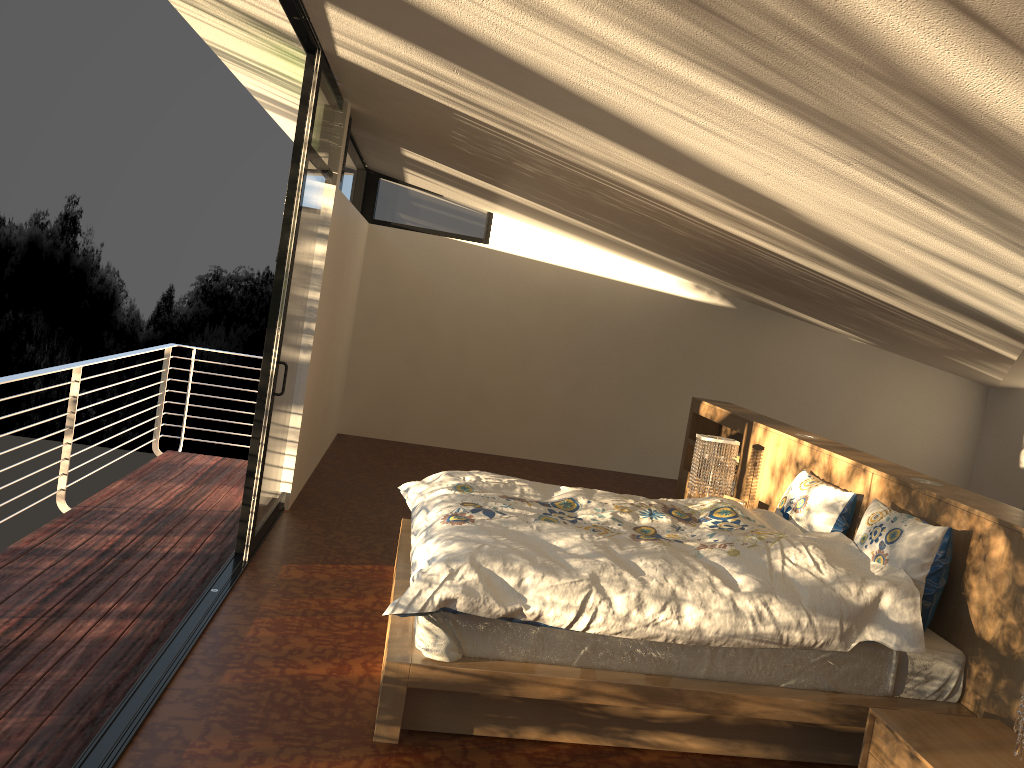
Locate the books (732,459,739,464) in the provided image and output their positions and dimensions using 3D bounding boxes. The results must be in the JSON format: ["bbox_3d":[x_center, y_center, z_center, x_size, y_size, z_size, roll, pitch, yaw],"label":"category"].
[{"bbox_3d":[1.584,0.527,6.049,0.130,0.030,0.180,9,5,-11],"label":"books"}]

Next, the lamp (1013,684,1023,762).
[{"bbox_3d":[1.499,1.002,2.383,0.263,0.729,0.161,9,4,-9],"label":"lamp"}]

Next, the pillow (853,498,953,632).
[{"bbox_3d":[1.562,0.719,3.596,0.254,0.438,0.617,9,4,-3],"label":"pillow"}]

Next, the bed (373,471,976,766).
[{"bbox_3d":[0.544,0.858,3.852,2.176,0.711,1.813,9,5,-8],"label":"bed"}]

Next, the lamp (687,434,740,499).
[{"bbox_3d":[1.211,0.578,5.377,0.249,0.522,0.123,9,4,-9],"label":"lamp"}]

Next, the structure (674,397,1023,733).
[{"bbox_3d":[1.765,0.898,4.184,0.311,0.972,5.750,9,5,-6],"label":"structure"}]

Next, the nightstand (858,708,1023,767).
[{"bbox_3d":[1.410,1.302,2.557,0.482,0.346,0.769,9,5,-7],"label":"nightstand"}]

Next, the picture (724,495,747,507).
[{"bbox_3d":[1.312,0.772,5.217,0.119,0.202,0.152,6,5,-43],"label":"picture"}]

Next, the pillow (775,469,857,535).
[{"bbox_3d":[1.507,0.674,4.455,0.270,0.404,0.598,9,5,-6],"label":"pillow"}]

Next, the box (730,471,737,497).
[{"bbox_3d":[1.573,0.697,6.064,0.117,0.170,0.123,9,4,-8],"label":"box"}]

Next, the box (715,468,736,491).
[{"bbox_3d":[1.543,0.680,6.279,0.135,0.156,0.156,9,4,-8],"label":"box"}]

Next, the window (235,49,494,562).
[{"bbox_3d":[2.233,0.219,3.921,6.914,2.509,10.228,9,5,-8],"label":"window"}]

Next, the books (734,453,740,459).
[{"bbox_3d":[1.591,0.502,6.050,0.131,0.022,0.193,11,5,18],"label":"books"}]
